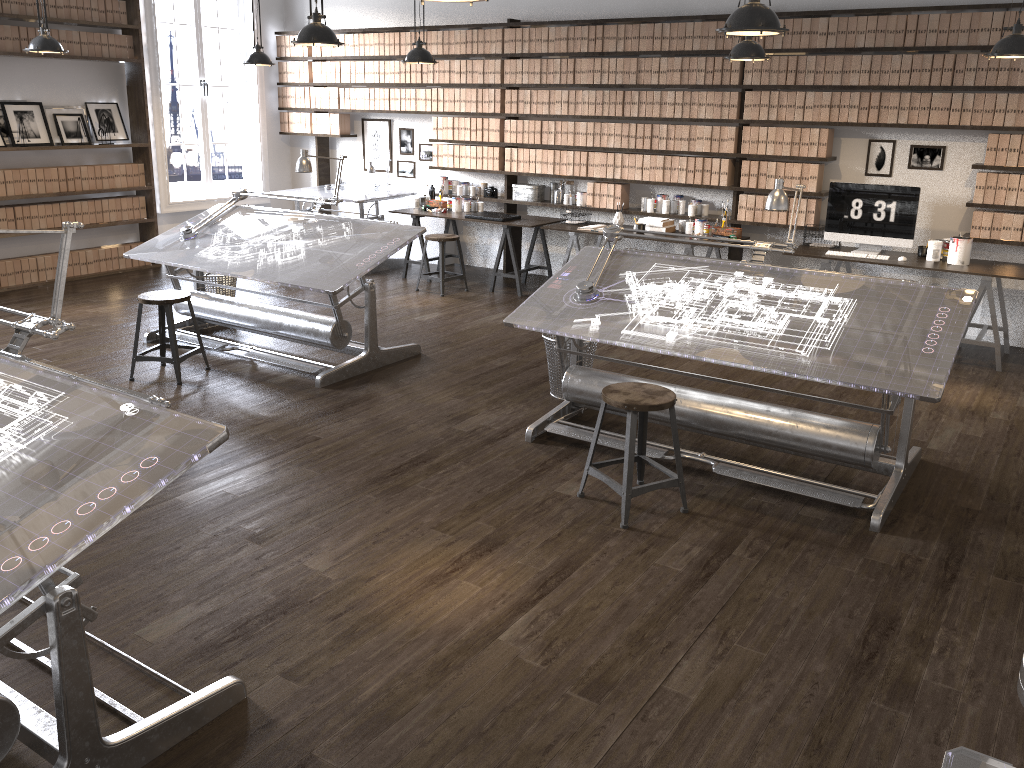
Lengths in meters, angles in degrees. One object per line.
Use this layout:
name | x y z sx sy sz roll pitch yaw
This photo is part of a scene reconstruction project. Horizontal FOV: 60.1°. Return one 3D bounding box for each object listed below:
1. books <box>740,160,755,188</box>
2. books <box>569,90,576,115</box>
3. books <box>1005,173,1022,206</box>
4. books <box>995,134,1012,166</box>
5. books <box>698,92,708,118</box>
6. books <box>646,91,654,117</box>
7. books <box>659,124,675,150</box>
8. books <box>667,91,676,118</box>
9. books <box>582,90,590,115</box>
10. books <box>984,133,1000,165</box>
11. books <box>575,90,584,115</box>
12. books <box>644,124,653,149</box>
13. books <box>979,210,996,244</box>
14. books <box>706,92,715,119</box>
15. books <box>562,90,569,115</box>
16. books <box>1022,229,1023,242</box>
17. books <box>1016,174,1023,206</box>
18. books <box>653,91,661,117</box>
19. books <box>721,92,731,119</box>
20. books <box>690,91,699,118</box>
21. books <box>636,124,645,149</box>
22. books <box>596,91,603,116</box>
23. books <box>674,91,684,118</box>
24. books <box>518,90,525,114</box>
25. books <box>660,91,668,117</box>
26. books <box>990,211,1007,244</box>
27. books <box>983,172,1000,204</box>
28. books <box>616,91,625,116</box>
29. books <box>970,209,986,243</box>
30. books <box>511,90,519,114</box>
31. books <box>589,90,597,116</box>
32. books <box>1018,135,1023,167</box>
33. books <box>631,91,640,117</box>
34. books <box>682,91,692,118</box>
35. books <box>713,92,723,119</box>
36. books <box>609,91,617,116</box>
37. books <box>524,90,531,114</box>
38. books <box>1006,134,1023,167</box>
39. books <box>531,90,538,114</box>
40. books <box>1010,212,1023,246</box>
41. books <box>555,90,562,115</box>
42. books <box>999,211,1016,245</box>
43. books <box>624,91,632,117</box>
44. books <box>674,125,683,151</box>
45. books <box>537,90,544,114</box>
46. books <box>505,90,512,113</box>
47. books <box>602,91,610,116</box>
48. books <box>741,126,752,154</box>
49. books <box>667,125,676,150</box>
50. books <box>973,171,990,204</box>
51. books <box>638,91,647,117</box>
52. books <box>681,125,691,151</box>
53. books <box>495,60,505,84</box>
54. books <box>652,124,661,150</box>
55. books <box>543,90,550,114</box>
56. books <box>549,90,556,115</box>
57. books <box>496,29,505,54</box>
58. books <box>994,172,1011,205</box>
books | 1.978 -1.757 7.407 0.067 0.222 0.176 11 19 32
books | 0.595 -2.584 8.151 0.067 0.223 0.176 11 19 32
books | 3.607 -1.397 6.369 0.067 0.223 0.176 11 19 32
books | 3.530 -1.679 6.354 0.067 0.223 0.176 11 19 32
books | 1.640 -2.353 7.485 0.067 0.223 0.176 11 19 32
books | 1.242 -2.442 7.741 0.067 0.223 0.176 11 19 32
books | 1.354 -2.150 7.732 0.067 0.223 0.176 11 19 32
books | 1.404 -2.405 7.634 0.067 0.222 0.176 11 19 32
books | 0.710 -2.558 8.075 0.067 0.223 0.176 11 19 32
books | 3.471 -1.692 6.392 0.067 0.223 0.176 11 19 32
books | 0.654 -2.572 8.115 0.067 0.223 0.176 11 19 32
books | 1.231 -2.177 7.809 0.067 0.223 0.176 11 19 32
books | 3.495 -1.155 6.504 0.067 0.223 0.176 11 19 32
books | 1.698 -2.339 7.444 0.067 0.223 0.176 11 19 32
books | 0.534 -2.596 8.185 0.067 0.223 0.176 11 19 32
books | 3.720 -1.108 6.367 0.067 0.223 0.176 11 19 32
books | 3.666 -1.383 6.328 0.067 0.223 0.176 11 19 32
books | 1.294 -2.428 7.701 0.067 0.223 0.176 11 19 32
books | 1.809 -2.316 7.379 0.067 0.222 0.176 11 19 32
books | 1.584 -2.367 7.525 0.067 0.223 0.176 11 19 32
books | 1.173 -2.192 7.853 0.067 0.222 0.176 11 19 32
books | 0.829 -2.530 7.996 0.067 0.223 0.176 11 19 32
books | 1.464 -2.391 7.594 0.067 0.223 0.176 11 19 32
books | 0.135 -2.686 8.444 0.067 0.223 0.176 11 19 32
books | 1.353 -2.417 7.669 0.067 0.222 0.176 11 19 32
books | 3.553 -1.144 6.472 0.067 0.222 0.176 11 19 32
books | 3.492 -1.423 6.444 0.067 0.223 0.176 11 19 32
books | 0.999 -2.494 7.889 0.067 0.223 0.176 11 19 32
books | 3.442 -1.169 6.544 0.067 0.223 0.176 11 19 32
books | 0.069 -2.698 8.479 0.067 0.223 0.176 11 19 32
books | 0.769 -2.544 8.034 0.067 0.223 0.176 11 19 32
books | 3.648 -1.653 6.280 0.067 0.223 0.176 11 19 32
books | 1.121 -2.467 7.813 0.067 0.223 0.176 11 19 32
books | 1.524 -2.379 7.560 0.067 0.223 0.176 11 19 32
books | 1.754 -2.327 7.409 0.067 0.223 0.176 11 19 32
books | 0.940 -2.508 7.933 0.067 0.222 0.176 11 19 32
books | 0.191 -2.672 8.403 0.067 0.223 0.176 11 19 32
books | 3.587 -1.665 6.314 0.067 0.223 0.176 11 19 32
books | 0.253 -2.660 8.369 0.067 0.223 0.176 11 19 32
books | 3.659 -1.120 6.401 0.067 0.223 0.176 11 19 32
books | 0.474 -2.610 8.224 0.067 0.222 0.176 11 19 32
books | 3.605 -1.132 6.438 0.067 0.222 0.176 11 19 32
books | 1.064 -2.481 7.854 0.067 0.223 0.176 11 19 32
books | 1.474 -2.125 7.661 0.067 0.223 0.176 11 19 32
books | 0.312 -2.647 8.331 0.067 0.223 0.176 11 19 32
books | 0.010 -2.713 8.523 0.067 0.222 0.176 11 19 32
books | 0.884 -2.520 7.966 0.067 0.222 0.176 11 19 32
books | 1.969 -2.022 7.346 0.067 0.223 0.176 11 19 32
books | 1.415 -2.138 7.698 0.067 0.223 0.176 11 19 32
books | 3.431 -1.435 6.478 0.067 0.223 0.176 11 19 32
books | 1.182 -2.455 7.779 0.067 0.223 0.176 11 19 32
books | 1.527 -2.111 7.620 0.067 0.223 0.176 11 19 32
books | -0.084 -2.995 8.510 0.067 0.223 0.176 11 19 32
books | 1.297 -2.164 7.774 0.067 0.223 0.176 11 19 32
books | 0.365 -2.633 8.291 0.067 0.223 0.176 11 19 32
books | 0.423 -2.622 8.259 0.067 0.222 0.176 11 19 32
books | -0.074 -3.258 8.435 0.067 0.223 0.176 11 19 32
books | 3.551 -1.411 6.409 0.067 0.223 0.176 11 19 32
